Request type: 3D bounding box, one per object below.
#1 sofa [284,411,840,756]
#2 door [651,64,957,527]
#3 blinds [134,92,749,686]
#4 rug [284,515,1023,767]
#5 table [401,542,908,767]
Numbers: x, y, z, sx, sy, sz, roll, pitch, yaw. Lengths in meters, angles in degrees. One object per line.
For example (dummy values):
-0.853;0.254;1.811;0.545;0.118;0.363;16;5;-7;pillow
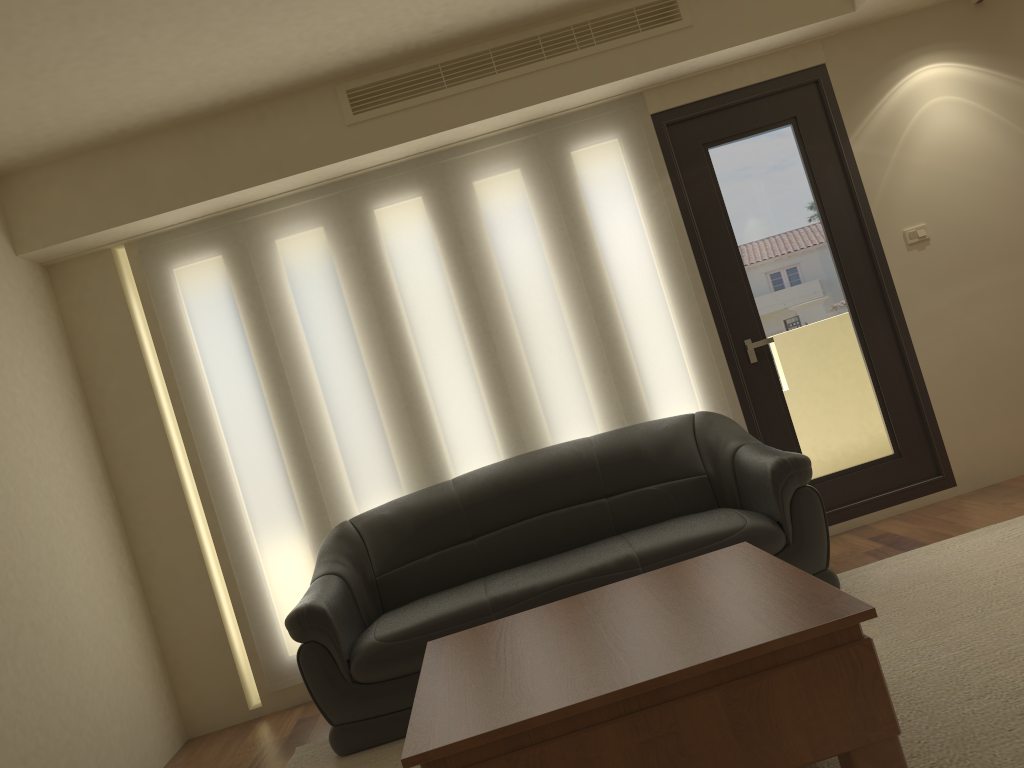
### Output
0.186;0.790;4.133;2.337;0.918;0.944;-17;-1;-2;sofa
1.582;-0.454;4.857;1.011;2.420;0.118;-17;-1;-2;door
-0.286;0.000;4.721;2.830;2.453;0.002;-17;-1;-2;blinds
0.785;1.077;2.817;3.592;0.011;2.482;-17;-1;-2;rug
0.369;0.951;2.630;1.213;0.482;1.045;-17;-1;-2;table
